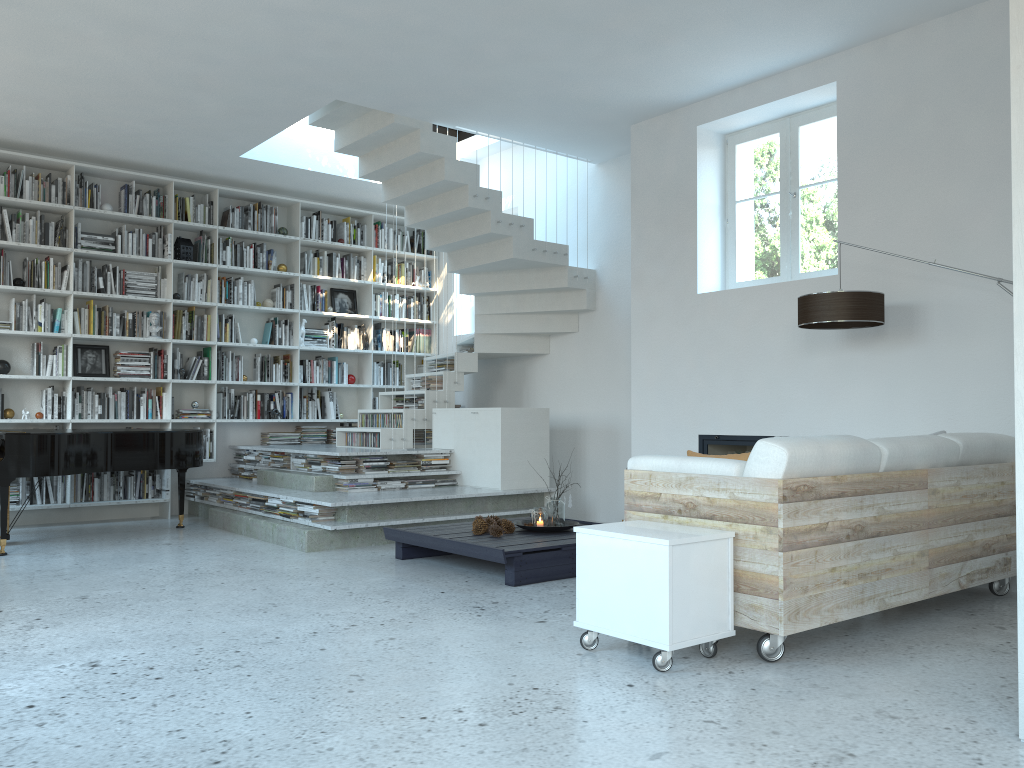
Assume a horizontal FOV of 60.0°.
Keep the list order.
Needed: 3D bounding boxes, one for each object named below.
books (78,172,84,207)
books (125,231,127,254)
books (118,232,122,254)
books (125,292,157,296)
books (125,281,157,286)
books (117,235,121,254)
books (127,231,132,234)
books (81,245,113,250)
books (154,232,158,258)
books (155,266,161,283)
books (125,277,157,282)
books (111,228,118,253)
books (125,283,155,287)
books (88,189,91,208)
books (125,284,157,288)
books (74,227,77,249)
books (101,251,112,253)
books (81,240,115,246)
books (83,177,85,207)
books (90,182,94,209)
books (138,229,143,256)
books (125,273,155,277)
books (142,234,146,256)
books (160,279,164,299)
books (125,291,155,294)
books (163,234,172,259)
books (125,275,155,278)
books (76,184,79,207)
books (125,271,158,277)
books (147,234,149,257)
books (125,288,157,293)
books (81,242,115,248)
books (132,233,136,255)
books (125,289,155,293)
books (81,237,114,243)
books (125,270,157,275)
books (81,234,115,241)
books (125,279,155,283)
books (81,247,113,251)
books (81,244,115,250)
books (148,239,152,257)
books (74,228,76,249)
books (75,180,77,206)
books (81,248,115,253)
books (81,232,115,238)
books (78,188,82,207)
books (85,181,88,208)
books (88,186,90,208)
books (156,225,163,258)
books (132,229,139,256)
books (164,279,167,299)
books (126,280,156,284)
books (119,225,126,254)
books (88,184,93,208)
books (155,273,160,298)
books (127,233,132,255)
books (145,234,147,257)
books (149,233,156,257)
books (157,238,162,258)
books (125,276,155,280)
[{"bbox_3d":[-3.830,-1.693,7.870,0.014,0.341,0.145,1,-2,-39],"label":"books"},{"bbox_3d":[-3.540,-1.266,8.076,0.021,0.237,0.171,1,-2,-39],"label":"books"},{"bbox_3d":[-3.582,-1.259,8.074,0.024,0.223,0.128,1,-2,-39],"label":"books"},{"bbox_3d":[-3.438,-0.820,8.161,0.285,0.012,0.159,2,-3,-38],"label":"books"},{"bbox_3d":[-3.435,-0.917,8.159,0.285,0.012,0.159,2,-3,-36],"label":"books"},{"bbox_3d":[-3.583,-1.242,8.036,0.025,0.187,0.193,1,-2,-39],"label":"books"},{"bbox_3d":[-3.504,-1.268,8.118,0.012,0.244,0.131,1,-2,-39],"label":"books"},{"bbox_3d":[-3.725,-1.208,7.933,0.254,0.012,0.161,2,-3,-42],"label":"books"},{"bbox_3d":[-3.333,-1.271,8.252,0.029,0.261,0.133,1,-2,-39],"label":"books"},{"bbox_3d":[-3.306,-0.932,8.269,0.012,0.319,0.140,1,-2,-39],"label":"books"},{"bbox_3d":[-3.438,-0.953,8.164,0.285,0.012,0.159,2,-3,-40],"label":"books"},{"bbox_3d":[-3.600,-1.276,8.028,0.012,0.254,0.161,1,-2,-39],"label":"books"},{"bbox_3d":[-3.438,-0.905,8.163,0.254,0.012,0.161,2,-3,-38],"label":"books"},{"bbox_3d":[-3.785,-1.620,7.894,0.023,0.195,0.172,1,-2,-39],"label":"books"},{"bbox_3d":[-3.438,-0.893,8.163,0.285,0.012,0.159,2,-3,-38],"label":"books"},{"bbox_3d":[-3.863,-1.266,7.823,0.013,0.218,0.141,1,-2,-39],"label":"books"},{"bbox_3d":[-3.724,-1.171,7.931,0.254,0.012,0.161,2,-3,-35],"label":"books"},{"bbox_3d":[-3.721,-1.249,7.931,0.285,0.024,0.159,2,-3,-34],"label":"books"},{"bbox_3d":[-3.816,-1.671,7.873,0.010,0.296,0.153,1,-2,-39],"label":"books"},{"bbox_3d":[-3.756,-1.653,7.919,0.013,0.264,0.147,1,-2,-39],"label":"books"},{"bbox_3d":[-3.439,-1.279,8.157,0.023,0.269,0.185,1,-2,-39],"label":"books"},{"bbox_3d":[-3.440,-0.991,8.166,0.254,0.012,0.161,2,-3,-39],"label":"books"},{"bbox_3d":[-3.416,-1.255,8.164,0.023,0.223,0.190,1,-2,-39],"label":"books"},{"bbox_3d":[-3.288,-0.872,8.278,0.029,0.198,0.172,1,-2,-39],"label":"books"},{"bbox_3d":[-3.440,-0.832,8.163,0.254,0.012,0.161,2,-3,-39],"label":"books"},{"bbox_3d":[-3.224,-1.259,8.251,0.037,0.237,0.272,1,-2,-39],"label":"books"},{"bbox_3d":[-3.437,-0.979,8.163,0.254,0.012,0.161,2,-3,-37],"label":"books"},{"bbox_3d":[-3.864,-1.638,7.840,0.023,0.228,0.157,1,-2,-39],"label":"books"},{"bbox_3d":[-3.432,-1.004,8.158,0.285,0.012,0.159,2,-3,-44],"label":"books"},{"bbox_3d":[-3.389,-1.258,8.193,0.012,0.230,0.158,1,-2,-39],"label":"books"},{"bbox_3d":[-3.435,-0.857,8.158,0.285,0.012,0.159,2,-3,-42],"label":"books"},{"bbox_3d":[-3.727,-1.232,7.936,0.285,0.012,0.159,2,-3,-41],"label":"books"},{"bbox_3d":[-3.482,-1.255,8.123,0.028,0.219,0.183,1,-2,-39],"label":"books"},{"bbox_3d":[-3.438,-0.844,8.161,0.254,0.012,0.161,2,-3,-40],"label":"books"},{"bbox_3d":[-3.723,-1.274,7.934,0.254,0.025,0.161,2,-3,-43],"label":"books"},{"bbox_3d":[-3.437,-1.016,8.164,0.285,0.012,0.159,2,-3,-37],"label":"books"},{"bbox_3d":[-3.726,-1.298,7.938,0.285,0.024,0.159,2,-3,-37],"label":"books"},{"bbox_3d":[-3.437,-0.941,8.162,0.254,0.012,0.161,2,-3,-37],"label":"books"},{"bbox_3d":[-3.723,-1.195,7.930,0.254,0.012,0.161,2,-3,-34],"label":"books"},{"bbox_3d":[-3.725,-1.220,7.933,0.285,0.012,0.159,2,-3,-42],"label":"books"},{"bbox_3d":[-3.371,-1.236,8.202,0.029,0.188,0.176,1,-2,-39],"label":"books"},{"bbox_3d":[-3.871,-1.259,7.800,0.027,0.201,0.167,1,-2,-39],"label":"books"},{"bbox_3d":[-3.871,-1.652,7.810,0.026,0.253,0.185,1,-2,-39],"label":"books"},{"bbox_3d":[-3.725,-1.183,7.933,0.285,0.012,0.159,2,-3,-36],"label":"books"},{"bbox_3d":[-3.729,-1.322,7.943,0.285,0.024,0.159,2,-3,-39],"label":"books"},{"bbox_3d":[-3.837,-1.621,7.845,0.026,0.194,0.166,1,-2,-39],"label":"books"},{"bbox_3d":[-3.791,-1.655,7.874,0.011,0.265,0.163,1,-2,-39],"label":"books"},{"bbox_3d":[-3.786,-1.637,7.919,0.006,0.233,0.136,1,-2,-39],"label":"books"},{"bbox_3d":[-3.291,-1.306,8.280,0.012,0.334,0.155,1,-2,-39],"label":"books"},{"bbox_3d":[-3.473,-1.281,8.157,0.029,0.273,0.140,1,-2,-39],"label":"books"},{"bbox_3d":[-3.269,-0.874,8.301,0.030,0.205,0.158,1,-2,-39],"label":"books"},{"bbox_3d":[-3.435,-0.929,8.160,0.254,0.012,0.161,2,-3,-42],"label":"books"},{"bbox_3d":[-3.543,-1.290,8.054,0.011,0.284,0.190,1,-2,-39],"label":"books"},{"bbox_3d":[-3.770,-1.645,7.915,0.014,0.248,0.139,1,-2,-39],"label":"books"},{"bbox_3d":[-3.306,-0.901,8.248,0.012,0.254,0.161,1,-2,-39],"label":"books"},{"bbox_3d":[-3.512,-1.255,8.095,0.027,0.216,0.190,1,-2,-39],"label":"books"},{"bbox_3d":[-3.402,-1.258,8.191,0.010,0.230,0.152,1,-2,-39],"label":"books"},{"bbox_3d":[-3.347,-1.266,8.221,0.032,0.248,0.173,1,-2,-39],"label":"books"},{"bbox_3d":[-3.302,-1.241,8.259,0.029,0.202,0.191,1,-2,-39],"label":"books"},{"bbox_3d":[-3.433,-0.966,8.158,0.254,0.012,0.161,2,-3,-34],"label":"books"}]
